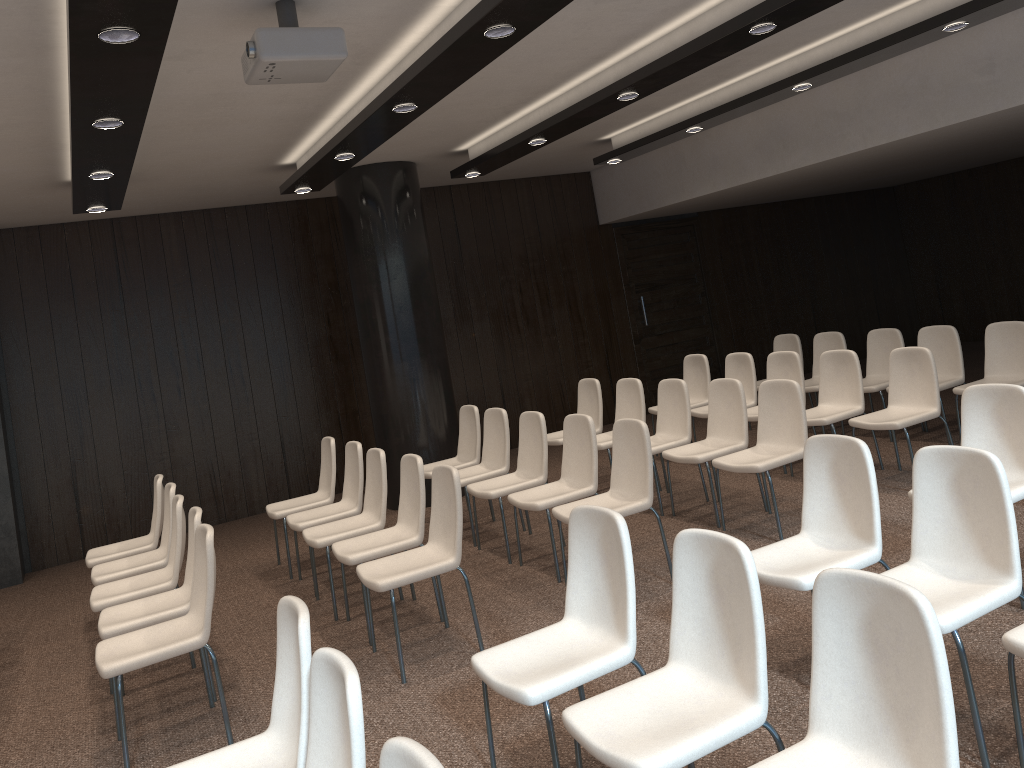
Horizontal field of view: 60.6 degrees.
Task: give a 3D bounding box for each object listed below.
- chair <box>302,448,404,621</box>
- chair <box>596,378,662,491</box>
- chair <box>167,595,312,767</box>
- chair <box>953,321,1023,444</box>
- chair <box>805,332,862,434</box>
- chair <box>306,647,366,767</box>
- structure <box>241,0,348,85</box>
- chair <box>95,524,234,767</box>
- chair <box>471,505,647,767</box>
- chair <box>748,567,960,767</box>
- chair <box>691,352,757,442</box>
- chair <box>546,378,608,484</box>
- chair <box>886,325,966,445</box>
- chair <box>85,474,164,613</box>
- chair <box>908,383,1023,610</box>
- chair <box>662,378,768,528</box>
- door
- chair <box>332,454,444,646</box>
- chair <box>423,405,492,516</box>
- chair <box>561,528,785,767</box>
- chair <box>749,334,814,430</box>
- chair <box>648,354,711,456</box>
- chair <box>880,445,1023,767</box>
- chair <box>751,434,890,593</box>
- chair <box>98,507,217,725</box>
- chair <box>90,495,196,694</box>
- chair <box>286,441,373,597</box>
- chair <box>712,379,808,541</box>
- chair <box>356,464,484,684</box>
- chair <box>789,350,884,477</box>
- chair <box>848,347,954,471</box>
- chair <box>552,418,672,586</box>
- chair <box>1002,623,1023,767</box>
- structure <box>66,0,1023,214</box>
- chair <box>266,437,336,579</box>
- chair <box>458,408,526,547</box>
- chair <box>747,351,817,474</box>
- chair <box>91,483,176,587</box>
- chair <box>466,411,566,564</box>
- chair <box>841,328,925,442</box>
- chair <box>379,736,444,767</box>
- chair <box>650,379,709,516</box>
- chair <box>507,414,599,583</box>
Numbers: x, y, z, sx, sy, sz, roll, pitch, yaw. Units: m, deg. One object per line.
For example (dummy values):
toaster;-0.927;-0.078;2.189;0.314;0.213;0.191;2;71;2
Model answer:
chair;-1.030;0.916;5.570;0.563;0.906;0.524;-9;-1;-24
chair;0.837;0.445;7.192;0.563;0.906;0.524;-9;-1;-26
chair;-0.816;1.166;2.562;0.563;0.906;0.524;-9;-1;-25
chair;3.719;0.006;6.687;0.563;0.906;0.524;-9;-1;-28
chair;2.898;-0.005;8.264;0.563;0.906;0.524;-9;-1;-28
chair;-0.580;1.176;2.039;0.563;0.906;0.524;-9;-1;-27
structure;-0.981;-1.515;3.833;0.413;0.315;0.379;-11;2;-26
chair;-1.582;1.162;3.969;0.563;0.906;0.524;-9;-1;-27
chair;0.175;0.949;3.083;0.563;0.906;0.524;-9;-1;-28
chair;0.727;0.959;1.998;0.563;0.906;0.524;-9;-1;-25
chair;1.900;0.211;7.767;0.563;0.906;0.524;-9;-1;-25
chair;0.545;0.444;7.721;0.563;0.906;0.524;-9;-1;-25
chair;3.438;0.002;7.230;0.563;0.906;0.524;-9;-1;-28
chair;-2.654;1.142;6.082;0.563;0.906;0.524;-9;-1;-25
chair;2.245;0.494;4.186;0.563;0.906;0.524;-9;-1;-27
chair;1.381;0.455;6.131;0.563;0.906;0.524;-9;-1;-25
door;2.080;-0.939;11.504;1.414;2.421;0.265;-9;-3;-27
chair;-0.739;0.914;5.069;0.563;0.906;0.525;-9;-1;-24
chair;-0.503;0.672;7.195;0.563;0.906;0.524;-9;-1;-25
chair;0.469;0.950;2.549;0.563;0.906;0.524;-9;-1;-26
chair;2.653;-0.015;8.803;0.563;0.906;0.524;-9;-1;-24
chair;1.620;0.207;8.305;0.563;0.906;0.525;-9;-1;-24
chair;1.493;0.725;3.093;0.563;0.906;0.524;-9;-1;-26
chair;1.247;0.715;3.636;0.563;0.906;0.524;-9;-1;-25
chair;-1.817;1.152;4.491;0.563;0.906;0.525;-9;-1;-24
chair;-2.104;1.152;5.001;0.563;0.906;0.525;-9;-1;-24
chair;-1.271;0.905;6.111;0.563;0.906;0.524;-9;-1;-25
chair;1.616;0.464;5.610;0.563;0.906;0.524;-9;-1;-28
chair;-0.496;0.927;4.509;0.563;0.906;0.524;-9;-1;-24
chair;2.405;0.228;6.692;0.563;0.906;0.524;-9;-1;-28
chair;2.709;0.229;6.145;0.563;0.906;0.524;-9;-1;-25
chair;0.550;0.700;5.028;0.563;0.906;0.525;-9;-1;-24
chair;1.791;0.726;2.558;0.563;0.906;0.524;-9;-1;-27
structure;-2.891;-1.112;2.557;13.286;0.231;7.994;-12;6;-27
chair;-1.563;0.905;6.630;0.563;0.906;0.525;-9;-1;-24
chair;-0.266;0.682;6.672;0.563;0.906;0.524;-9;-1;-28
chair;2.151;0.217;7.253;0.563;0.906;0.524;-9;-1;-28
chair;-2.363;1.143;5.554;0.563;0.906;0.524;-9;-1;-26
chair;-0.001;0.690;6.111;0.563;0.906;0.524;-9;-1;-25
chair;3.198;-0.005;7.725;0.563;0.906;0.524;-9;-1;-27
chair;-0.315;1.185;1.480;0.563;0.906;0.524;-9;-1;-26
chair;1.095;0.454;6.641;0.563;0.906;0.524;-9;-1;-25
chair;0.292;0.691;5.580;0.563;0.906;0.524;-9;-1;-26
